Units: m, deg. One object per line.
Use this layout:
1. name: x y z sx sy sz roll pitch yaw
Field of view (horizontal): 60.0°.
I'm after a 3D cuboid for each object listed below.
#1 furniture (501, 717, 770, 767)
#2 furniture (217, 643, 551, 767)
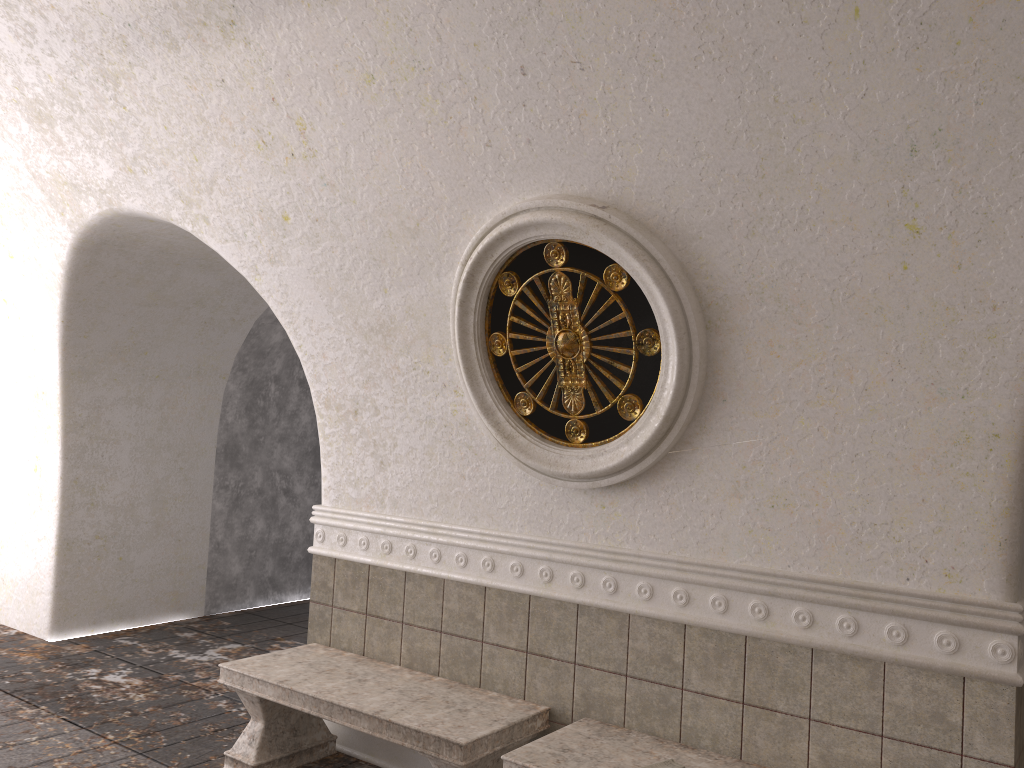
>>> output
1. furniture: 0.733 1.655 3.061 1.509 0.508 0.613 1 -3 36
2. furniture: -0.632 1.626 4.042 1.509 0.508 0.613 1 -3 36
